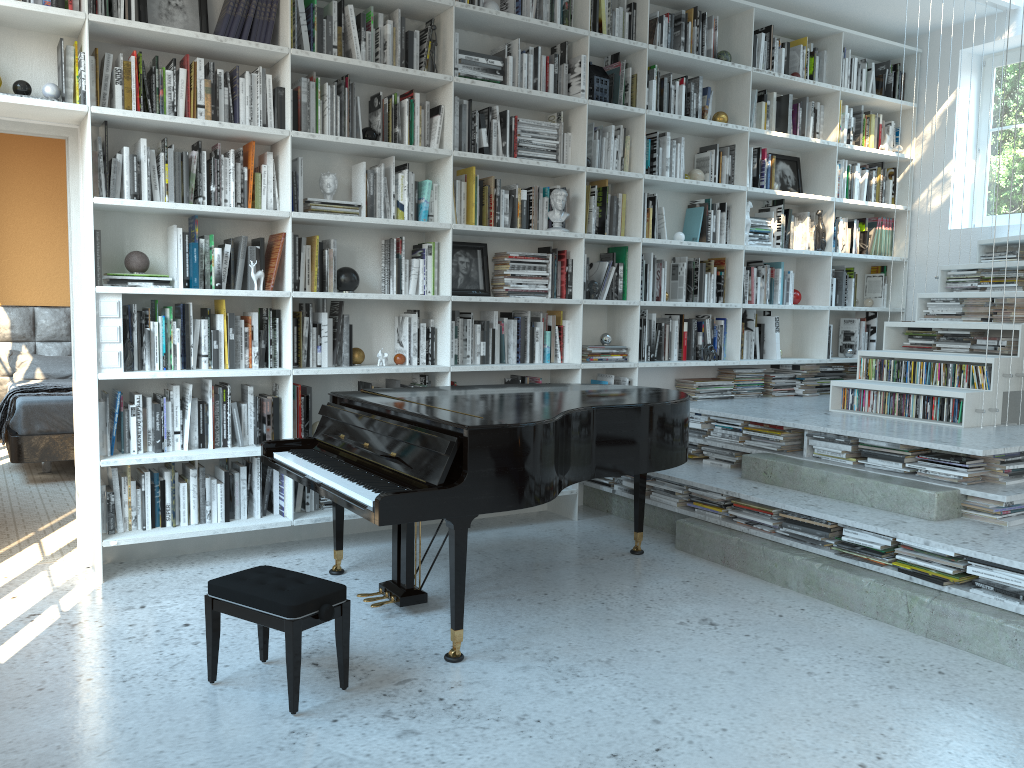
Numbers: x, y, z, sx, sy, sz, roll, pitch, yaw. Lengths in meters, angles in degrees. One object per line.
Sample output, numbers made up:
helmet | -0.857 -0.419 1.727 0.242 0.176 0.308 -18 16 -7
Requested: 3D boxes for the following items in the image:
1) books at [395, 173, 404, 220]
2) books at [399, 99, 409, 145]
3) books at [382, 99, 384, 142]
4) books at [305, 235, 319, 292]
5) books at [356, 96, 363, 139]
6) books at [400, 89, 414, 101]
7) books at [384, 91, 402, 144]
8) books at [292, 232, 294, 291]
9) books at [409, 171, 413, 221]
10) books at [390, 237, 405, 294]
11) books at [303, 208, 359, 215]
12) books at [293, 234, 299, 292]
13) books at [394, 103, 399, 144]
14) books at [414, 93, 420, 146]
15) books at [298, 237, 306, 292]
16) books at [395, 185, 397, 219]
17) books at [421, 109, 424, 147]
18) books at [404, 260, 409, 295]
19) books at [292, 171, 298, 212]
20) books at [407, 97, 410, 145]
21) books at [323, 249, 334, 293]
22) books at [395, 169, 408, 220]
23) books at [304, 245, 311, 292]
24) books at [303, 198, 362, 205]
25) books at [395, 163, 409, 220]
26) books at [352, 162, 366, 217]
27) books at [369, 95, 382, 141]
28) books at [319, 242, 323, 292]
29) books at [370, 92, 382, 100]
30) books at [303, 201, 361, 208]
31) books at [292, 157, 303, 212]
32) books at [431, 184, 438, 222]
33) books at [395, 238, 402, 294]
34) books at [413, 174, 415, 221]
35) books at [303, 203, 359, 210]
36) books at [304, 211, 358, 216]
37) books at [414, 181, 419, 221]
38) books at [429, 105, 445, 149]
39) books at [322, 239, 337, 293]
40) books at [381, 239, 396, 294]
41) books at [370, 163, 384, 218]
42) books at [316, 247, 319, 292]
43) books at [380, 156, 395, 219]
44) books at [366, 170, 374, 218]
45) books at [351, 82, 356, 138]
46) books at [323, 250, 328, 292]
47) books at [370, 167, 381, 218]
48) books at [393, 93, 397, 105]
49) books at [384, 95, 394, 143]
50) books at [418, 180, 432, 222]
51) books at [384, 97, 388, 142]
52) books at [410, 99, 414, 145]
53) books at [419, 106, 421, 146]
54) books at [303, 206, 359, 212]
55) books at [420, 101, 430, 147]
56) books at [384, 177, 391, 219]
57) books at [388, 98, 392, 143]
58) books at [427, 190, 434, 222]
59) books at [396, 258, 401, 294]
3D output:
books | -0.604 -0.955 4.591 0.028 0.247 0.170 -2 6 -31
books | -0.576 -1.321 4.551 0.013 0.244 0.188 -2 6 -31
books | -0.685 -1.318 4.527 0.005 0.239 0.145 -2 6 -31
books | -0.996 -0.589 4.374 0.026 0.275 0.190 -2 6 -31
books | -0.790 -1.309 4.451 0.031 0.232 0.147 -2 6 -31
books | -0.545 -1.353 4.590 0.006 0.304 0.165 -2 6 -31
books | -0.613 -1.345 4.566 0.033 0.288 0.155 -2 6 -31
books | -1.102 -0.592 4.332 0.025 0.285 0.145 -2 6 -31
books | -0.563 -0.963 4.615 0.023 0.260 0.170 -2 6 -31
books | -0.602 -0.616 4.641 0.012 0.298 0.166 -2 6 -31
books | -0.915 -0.853 4.420 0.254 0.012 0.160 -2 6 -35
books | -1.083 -0.589 4.350 0.026 0.275 0.154 -2 6 -31
books | -0.617 -1.306 4.530 0.006 0.216 0.181 -2 6 -31
books | -0.530 -1.343 4.596 0.022 0.285 0.189 -2 6 -31
books | -1.053 -0.583 4.360 0.036 0.263 0.166 -2 6 -31
books | -0.637 -0.927 4.596 0.025 0.189 0.140 -2 6 -31
books | -0.499 -1.311 4.632 0.024 0.216 0.142 -2 6 -31
books | -0.589 -0.559 4.663 0.030 0.183 0.154 -2 6 -31
books | -1.079 -0.923 4.324 0.034 0.210 0.136 -2 6 -31
books | -0.557 -1.334 4.589 0.004 0.266 0.141 -2 6 -31
books | -0.935 -0.563 4.430 0.028 0.216 0.175 -2 6 -31
books | -0.582 -0.964 4.592 0.012 0.266 0.192 -2 6 -31
books | -1.029 -0.567 4.381 0.025 0.228 0.152 -2 6 -31
books | -0.913 -0.901 4.415 0.285 0.012 0.159 -2 6 -35
books | -0.576 -0.982 4.604 0.011 0.301 0.178 -2 6 -31
books | -0.776 -0.968 4.485 0.012 0.285 0.159 -2 6 -31
books | -0.697 -1.325 4.514 0.005 0.254 0.160 -2 6 -31
books | -0.980 -0.579 4.428 0.028 0.248 0.142 -2 6 -31
books | -0.693 -1.337 4.524 0.012 0.276 0.129 -2 6 -31
books | -0.916 -0.890 4.420 0.285 0.012 0.159 -2 5 -29
books | -1.052 -0.957 4.330 0.021 0.278 0.136 -2 6 -31
books | -0.436 -0.947 4.715 0.026 0.217 0.126 -2 6 -31
books | -0.614 -0.612 4.638 0.011 0.292 0.155 -2 6 -31
books | -0.554 -0.963 4.644 0.022 0.256 0.152 -2 6 -31
books | -0.915 -0.878 4.419 0.254 0.012 0.160 -2 6 -34
books | -0.919 -0.841 4.428 0.254 0.012 0.160 -2 5 -31
books | -0.534 -0.945 4.659 0.026 0.219 0.149 -2 6 -31
books | -0.426 -1.321 4.639 0.064 0.237 0.208 -2 6 -31
books | -0.919 -0.590 4.454 0.028 0.266 0.144 -2 6 -31
books | -0.641 -0.607 4.614 0.012 0.285 0.159 -2 6 -31
books | -0.690 -0.971 4.533 0.012 0.286 0.167 -2 6 -31
books | -0.990 -0.576 4.404 0.014 0.244 0.153 -2 6 -31
books | -0.644 -0.995 4.568 0.010 0.330 0.173 -2 6 -31
books | -0.747 -0.950 4.498 0.030 0.247 0.174 -2 6 -31
books | -0.818 -1.334 4.410 0.011 0.287 0.188 -2 6 -31
books | -0.954 -0.559 4.423 0.011 0.208 0.180 -2 6 -31
books | -0.711 -0.962 4.535 0.022 0.267 0.151 -2 6 -31
books | -0.623 -1.337 4.548 0.005 0.275 0.157 -2 6 -31
books | -0.640 -1.333 4.550 0.009 0.267 0.149 -2 6 -31
books | -0.485 -0.949 4.661 0.060 0.228 0.179 -2 6 -31
books | -0.668 -1.317 4.509 0.005 0.240 0.173 -2 6 -31
books | -0.550 -1.328 4.587 0.006 0.253 0.180 -2 6 -31
books | -0.513 -1.317 4.622 0.011 0.230 0.165 -2 6 -31
books | -0.913 -0.865 4.417 0.254 0.012 0.160 -2 6 -36
books | -0.474 -1.331 4.634 0.022 0.257 0.155 -2 6 -31
books | -0.674 -0.943 4.565 0.048 0.225 0.149 -2 6 -31
books | -0.648 -1.315 4.511 0.005 0.236 0.178 -2 6 -31
books | -0.457 -0.928 4.701 0.027 0.181 0.141 -2 6 -31
books | -0.624 -0.558 4.624 0.025 0.186 0.153 -2 6 -31
